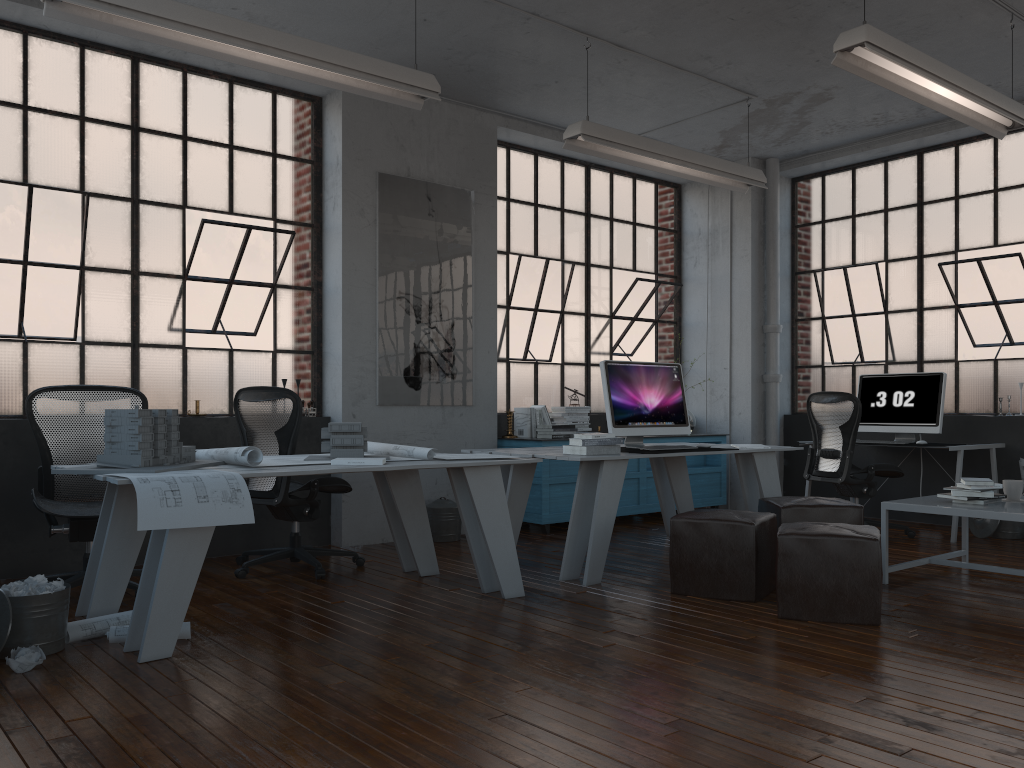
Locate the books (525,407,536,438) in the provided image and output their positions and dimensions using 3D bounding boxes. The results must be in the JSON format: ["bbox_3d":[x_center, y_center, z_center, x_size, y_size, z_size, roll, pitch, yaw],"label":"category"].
[{"bbox_3d":[0.122,0.309,7.121,0.053,0.241,0.172,0,0,-39],"label":"books"}]

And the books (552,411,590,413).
[{"bbox_3d":[0.491,0.233,7.422,0.273,0.021,0.174,1,-2,-39],"label":"books"}]

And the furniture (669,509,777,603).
[{"bbox_3d":[1.113,0.885,4.642,0.480,0.439,0.480,0,-1,30],"label":"furniture"}]

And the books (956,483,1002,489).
[{"bbox_3d":[2.523,0.550,4.789,0.184,0.026,0.125,0,-2,-9],"label":"books"}]

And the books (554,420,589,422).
[{"bbox_3d":[0.498,0.310,7.421,0.254,0.012,0.161,1,-2,-39],"label":"books"}]

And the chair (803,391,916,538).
[{"bbox_3d":[2.571,0.600,6.709,0.792,1.085,0.770,0,-1,-35],"label":"chair"}]

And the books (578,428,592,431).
[{"bbox_3d":[0.488,0.381,7.421,0.331,0.025,0.176,1,-2,-39],"label":"books"}]

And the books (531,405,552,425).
[{"bbox_3d":[0.247,0.315,7.229,0.169,0.284,0.176,0,-1,-39],"label":"books"}]

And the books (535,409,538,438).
[{"bbox_3d":[0.144,0.320,7.142,0.045,0.239,0.152,0,0,-39],"label":"books"}]

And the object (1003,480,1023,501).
[{"bbox_3d":[2.775,0.587,4.896,0.129,0.109,0.101,1,-1,-31],"label":"object"}]

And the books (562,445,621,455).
[{"bbox_3d":[0.456,0.376,5.091,0.271,0.050,0.200,1,-2,-39],"label":"books"}]

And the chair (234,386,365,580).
[{"bbox_3d":[-1.324,0.561,5.296,0.770,1.085,0.792,0,-1,20],"label":"chair"}]

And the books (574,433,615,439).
[{"bbox_3d":[0.473,0.298,5.095,0.185,0.030,0.153,1,-2,-38],"label":"books"}]

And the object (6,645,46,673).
[{"bbox_3d":[-1.776,1.004,3.227,0.108,0.083,0.135,-1,-1,41],"label":"object"}]

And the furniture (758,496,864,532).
[{"bbox_3d":[1.719,0.889,5.136,0.503,0.460,0.503,0,-1,-1],"label":"furniture"}]

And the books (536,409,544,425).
[{"bbox_3d":[0.194,0.316,7.180,0.065,0.224,0.161,0,0,-39],"label":"books"}]

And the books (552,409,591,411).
[{"bbox_3d":[0.490,0.214,7.420,0.288,0.016,0.182,1,-2,-39],"label":"books"}]

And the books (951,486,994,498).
[{"bbox_3d":[2.494,0.584,4.809,0.200,0.031,0.272,-1,-2,26],"label":"books"}]

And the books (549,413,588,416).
[{"bbox_3d":[0.465,0.256,7.421,0.296,0.028,0.180,1,-2,-39],"label":"books"}]

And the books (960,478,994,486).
[{"bbox_3d":[2.505,0.526,4.777,0.141,0.026,0.202,-1,-2,21],"label":"books"}]

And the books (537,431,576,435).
[{"bbox_3d":[0.353,0.386,7.020,0.242,0.023,0.191,1,-2,-41],"label":"books"}]

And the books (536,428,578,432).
[{"bbox_3d":[0.355,0.363,7.032,0.258,0.023,0.212,1,-2,-39],"label":"books"}]

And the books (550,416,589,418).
[{"bbox_3d":[0.482,0.278,7.437,0.288,0.016,0.182,1,-2,-39],"label":"books"}]

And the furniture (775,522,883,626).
[{"bbox_3d":[1.481,0.876,4.151,0.471,0.431,0.470,0,-1,20],"label":"furniture"}]

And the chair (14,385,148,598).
[{"bbox_3d":[-2.130,0.540,4.556,0.792,1.085,0.770,-1,-1,45],"label":"chair"}]

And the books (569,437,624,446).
[{"bbox_3d":[0.482,0.329,5.082,0.257,0.044,0.193,1,-2,-19],"label":"books"}]

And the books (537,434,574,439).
[{"bbox_3d":[0.356,0.413,7.031,0.258,0.032,0.191,1,-2,-37],"label":"books"}]

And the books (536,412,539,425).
[{"bbox_3d":[0.162,0.336,7.162,0.046,0.224,0.161,0,0,-39],"label":"books"}]

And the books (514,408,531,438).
[{"bbox_3d":[0.083,0.308,7.103,0.032,0.239,0.172,0,0,-39],"label":"books"}]

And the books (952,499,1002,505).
[{"bbox_3d":[2.525,0.630,4.819,0.218,0.028,0.171,1,-2,-39],"label":"books"}]

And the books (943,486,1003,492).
[{"bbox_3d":[2.503,0.566,4.812,0.275,0.014,0.200,1,-2,-39],"label":"books"}]

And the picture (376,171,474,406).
[{"bbox_3d":[-0.622,-0.666,6.519,0.853,1.650,0.025,0,0,-39],"label":"picture"}]

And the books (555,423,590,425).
[{"bbox_3d":[0.508,0.334,7.426,0.256,0.013,0.161,1,-2,-39],"label":"books"}]

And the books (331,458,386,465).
[{"bbox_3d":[-0.718,0.364,4.169,0.235,0.024,0.200,0,-2,-3],"label":"books"}]

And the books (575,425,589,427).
[{"bbox_3d":[0.475,0.349,7.430,0.288,0.016,0.182,1,-2,-39],"label":"books"}]

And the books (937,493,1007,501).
[{"bbox_3d":[2.492,0.607,4.809,0.274,0.025,0.210,1,-2,-19],"label":"books"}]

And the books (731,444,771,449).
[{"bbox_3d":[1.587,0.415,5.908,0.205,0.019,0.243,0,-2,1],"label":"books"}]

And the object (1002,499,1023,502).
[{"bbox_3d":[2.766,0.641,4.889,0.137,0.003,0.137,1,-2,-18],"label":"object"}]

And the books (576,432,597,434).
[{"bbox_3d":[0.564,0.401,7.204,0.251,0.012,0.202,1,-2,-38],"label":"books"}]

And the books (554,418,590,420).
[{"bbox_3d":[0.498,0.295,7.432,0.263,0.017,0.167,1,-2,-39],"label":"books"}]

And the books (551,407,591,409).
[{"bbox_3d":[0.492,0.198,7.408,0.288,0.016,0.182,1,-2,-39],"label":"books"}]

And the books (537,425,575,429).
[{"bbox_3d":[0.350,0.338,7.024,0.239,0.028,0.191,1,-2,-37],"label":"books"}]
